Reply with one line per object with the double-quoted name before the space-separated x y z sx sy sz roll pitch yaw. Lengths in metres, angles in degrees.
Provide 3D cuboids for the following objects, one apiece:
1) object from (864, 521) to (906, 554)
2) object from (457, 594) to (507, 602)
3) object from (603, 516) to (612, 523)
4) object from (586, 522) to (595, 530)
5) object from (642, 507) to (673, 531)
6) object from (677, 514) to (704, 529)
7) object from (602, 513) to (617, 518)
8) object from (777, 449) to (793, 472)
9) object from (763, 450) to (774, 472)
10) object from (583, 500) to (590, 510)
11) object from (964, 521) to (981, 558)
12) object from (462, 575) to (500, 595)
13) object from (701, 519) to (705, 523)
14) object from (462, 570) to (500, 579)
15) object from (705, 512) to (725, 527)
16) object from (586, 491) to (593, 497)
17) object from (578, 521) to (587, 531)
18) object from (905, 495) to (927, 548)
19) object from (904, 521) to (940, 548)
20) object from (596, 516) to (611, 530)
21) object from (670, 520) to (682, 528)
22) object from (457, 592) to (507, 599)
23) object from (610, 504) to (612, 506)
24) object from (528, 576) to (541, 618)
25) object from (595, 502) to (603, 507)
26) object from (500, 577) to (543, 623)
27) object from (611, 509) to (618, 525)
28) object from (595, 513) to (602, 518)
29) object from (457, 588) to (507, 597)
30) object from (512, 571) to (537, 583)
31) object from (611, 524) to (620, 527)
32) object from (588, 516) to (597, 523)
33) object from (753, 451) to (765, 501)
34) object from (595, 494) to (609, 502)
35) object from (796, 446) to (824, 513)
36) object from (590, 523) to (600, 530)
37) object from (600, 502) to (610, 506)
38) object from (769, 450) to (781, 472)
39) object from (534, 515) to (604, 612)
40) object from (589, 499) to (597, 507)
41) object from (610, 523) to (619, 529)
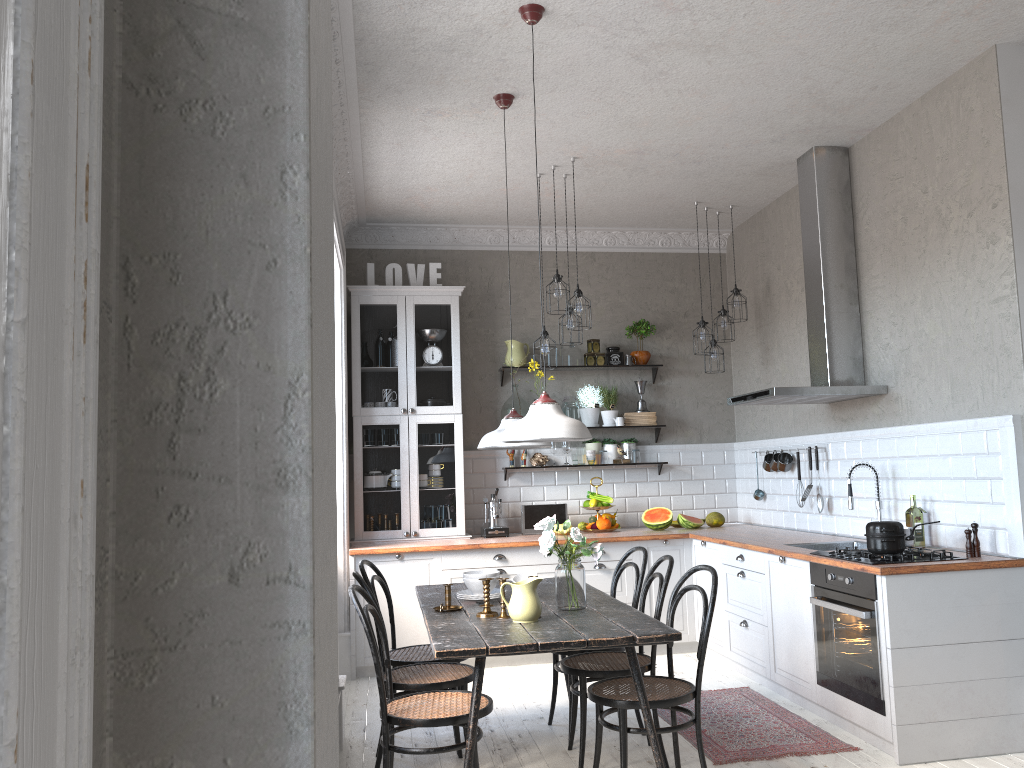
"object" 1.776 0.730 4.214 0.194 0.147 0.189 1 -7 -30
"object" -0.143 1.019 4.218 0.236 0.027 0.239 -3 -6 8
"object" 0.725 1.053 6.816 0.088 0.078 0.088 -4 -6 17
"object" 0.599 1.096 6.821 0.084 0.057 0.089 -4 -6 22
"object" 1.111 1.033 6.768 0.234 0.174 0.219 -3 -6 12
"object" 1.375 1.047 6.765 0.228 0.127 0.146 1 -6 -27
"object" 0.759 1.032 6.898 0.128 0.056 0.059 0 -6 -18
"object" 1.948 0.547 6.321 0.108 0.161 0.137 -3 -6 8
"object" 1.920 0.573 6.572 0.108 0.161 0.137 -2 -6 3
"object" 0.599 0.937 6.860 0.097 0.078 0.099 0 -6 -23
"object" 2.186 0.737 4.206 0.073 0.166 0.035 -1 -6 -10
"object" -0.145 0.966 4.223 0.182 0.094 0.177 0 -6 -19
"object" 1.448 1.090 6.951 0.117 0.073 0.204 -7 -8 43
"object" -0.146 0.946 4.225 0.182 0.094 0.177 0 -6 -19
"object" 1.590 1.060 6.930 0.129 0.119 0.208 -7 -8 43
"object" 0.612 0.855 6.844 0.074 0.058 0.050 2 -7 -33
"object" 0.554 1.097 6.850 0.075 0.072 0.153 -4 -6 20
"object" 2.171 0.736 4.742 0.090 0.282 0.081 -1 -6 -9
"object" 2.010 0.758 4.487 0.299 0.134 0.177 -5 -6 24
"object" 0.696 1.057 6.734 0.115 0.110 0.109 3 -8 -42
"object" 1.316 1.105 7.023 0.199 0.067 0.103 -2 -6 -4
"object" -0.143 1.010 4.219 0.242 0.027 0.232 3 -8 -42
"object" 0.750 0.941 6.893 0.052 0.050 0.049 -2 -6 0
"object" 0.090 0.887 3.692 0.059 0.167 0.059 -2 -6 4
"object" 0.664 0.937 6.812 0.064 0.061 0.066 -1 -6 -10
"object" 0.048 0.878 3.601 0.133 0.170 0.153 -7 -8 41
"object" 0.787 1.038 6.895 0.060 0.120 0.127 -3 -6 15
"object" 0.676 1.056 6.923 0.086 0.093 0.086 0 -6 -14
"object" -0.144 1.001 4.220 0.235 0.027 0.239 -3 -6 13
"object" 0.064 0.974 4.305 0.124 0.119 0.128 -3 -6 6
"object" 0.742 1.101 6.930 0.213 0.044 0.055 -5 -7 28
"object" 0.644 1.068 6.923 0.078 0.076 0.156 -4 -6 17
"object" 1.892 0.707 6.817 0.077 0.378 0.082 -1 -6 -9
"object" 0.697 0.891 6.921 0.179 0.096 0.089 -3 -6 10
"object" 1.982 0.642 5.943 0.082 0.443 0.327 -1 -6 -8
"object" 0.612 1.107 6.838 0.071 0.076 0.225 1 -6 -27
"object" 0.714 0.941 6.855 0.077 0.062 0.098 2 -7 -36
"object" 1.939 0.560 6.447 0.109 0.161 0.136 -1 -6 -7
"object" 0.252 0.773 3.857 0.314 0.414 0.249 -1 -6 -11
"object" 0.624 0.913 6.792 0.059 0.069 0.079 -3 -6 10
"object" 0.776 1.098 6.813 0.088 0.051 0.069 -6 -7 38
